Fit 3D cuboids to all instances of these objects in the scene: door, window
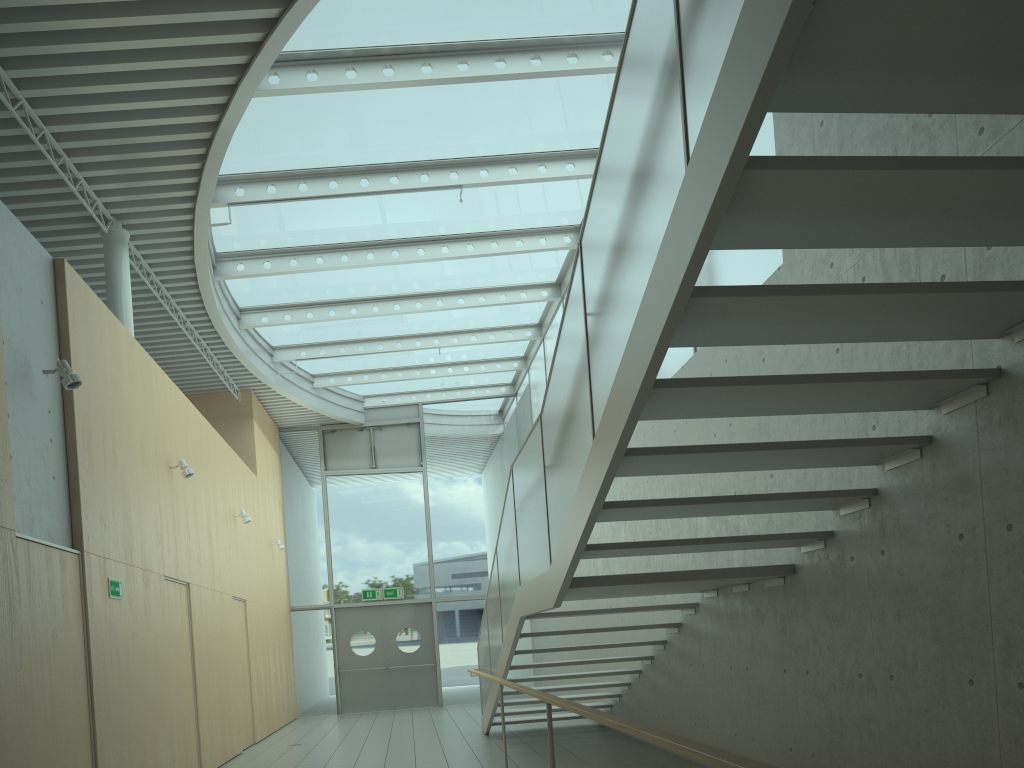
[{"bbox_3d":[-2.474,5.421,16.822,1.918,2.092,0.176,-3,0,-7],"label":"door"},{"bbox_3d":[-1.180,1.426,11.376,4.774,6.144,16.418,-3,-15,-8],"label":"window"},{"bbox_3d":[0.866,-0.191,11.650,0.030,2.687,16.240,-4,-16,-8],"label":"window"},{"bbox_3d":[-2.043,3.390,16.911,4.848,6.242,0.110,-3,0,-7],"label":"window"}]

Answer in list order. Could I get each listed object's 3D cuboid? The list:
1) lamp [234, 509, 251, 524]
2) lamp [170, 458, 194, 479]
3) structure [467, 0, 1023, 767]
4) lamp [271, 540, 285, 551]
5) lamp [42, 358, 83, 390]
[{"bbox_3d":[-3.653,1.799,11.513,0.232,0.194,0.144,1,-8,-27],"label":"lamp"},{"bbox_3d":[-3.272,0.834,8.410,0.232,0.194,0.144,1,-8,-27],"label":"lamp"},{"bbox_3d":[1.006,1.021,5.722,1.882,4.124,13.084,-4,-15,-8],"label":"structure"},{"bbox_3d":[-4.037,2.771,14.637,0.232,0.194,0.144,1,-8,-27],"label":"lamp"},{"bbox_3d":[-2.916,-0.068,5.509,0.232,0.194,0.144,1,-8,-27],"label":"lamp"}]
